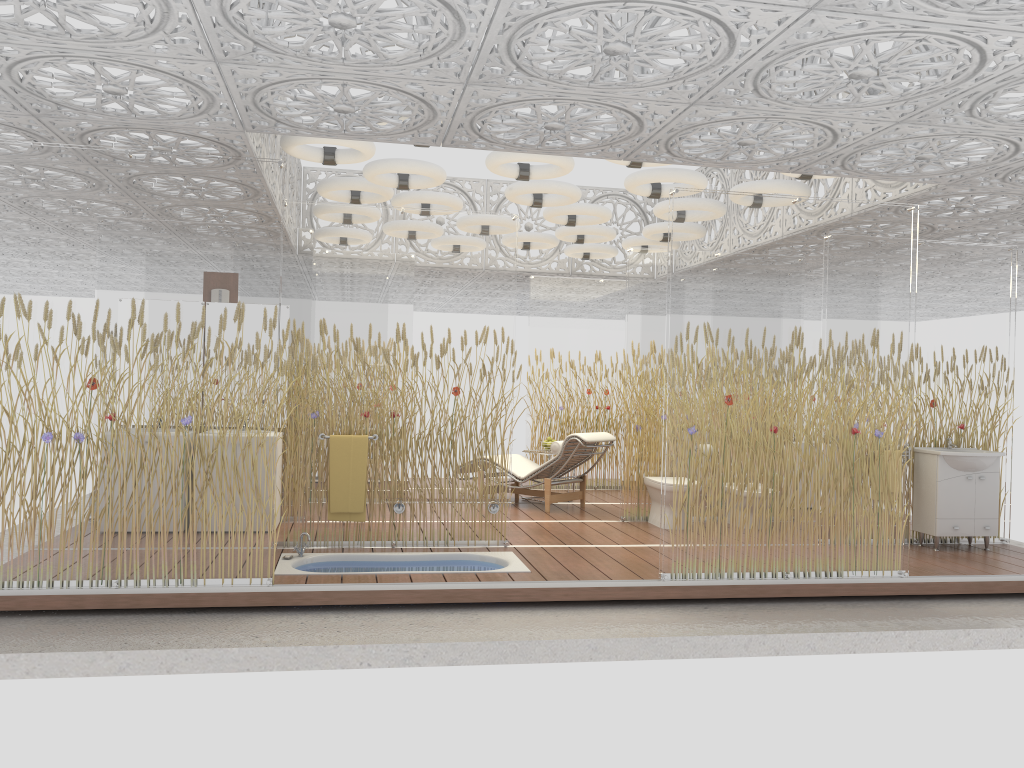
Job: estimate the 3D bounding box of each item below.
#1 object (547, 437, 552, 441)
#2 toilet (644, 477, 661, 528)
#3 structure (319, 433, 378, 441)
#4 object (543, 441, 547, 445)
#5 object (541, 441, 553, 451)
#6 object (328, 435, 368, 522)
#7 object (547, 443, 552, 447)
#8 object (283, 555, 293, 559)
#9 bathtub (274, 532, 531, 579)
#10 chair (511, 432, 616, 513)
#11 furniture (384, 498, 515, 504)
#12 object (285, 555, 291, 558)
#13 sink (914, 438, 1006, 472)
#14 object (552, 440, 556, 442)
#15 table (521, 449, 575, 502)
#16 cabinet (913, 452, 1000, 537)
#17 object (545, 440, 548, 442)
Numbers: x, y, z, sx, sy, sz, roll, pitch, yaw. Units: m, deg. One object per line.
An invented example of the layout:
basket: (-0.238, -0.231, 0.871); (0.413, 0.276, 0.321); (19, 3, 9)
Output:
object: (0.414, 0.607, 9.763); (0.055, 0.056, 0.055); (2, 0, -10)
toilet: (1.502, 1.107, 8.172); (0.401, 0.437, 0.611); (2, 0, -10)
structure: (-1.228, 0.400, 6.675); (0.442, 0.047, 0.078); (2, 0, -10)
object: (0.365, 0.648, 9.709); (0.047, 0.048, 0.047); (2, 0, 42)
object: (0.407, 0.686, 9.756); (0.206, 0.105, 0.206); (2, 0, 35)
object: (-1.230, 0.708, 6.649); (0.283, 0.656, 0.042); (2, 0, -10)
object: (0.408, 0.666, 9.705); (0.058, 0.058, 0.058); (2, 0, -44)
object: (-1.577, 1.222, 6.242); (0.065, 0.011, 0.108); (2, 0, -1)
bathtub: (-0.772, 1.366, 6.230); (1.700, 0.582, 0.700); (2, 0, -10)
chair: (0.213, 0.880, 9.432); (1.787, 0.811, 0.635); (2, 0, 40)
furniture: (-0.474, 0.884, 6.697); (0.977, 0.014, 0.178); (2, 0, -10)
object: (-1.576, 1.215, 6.243); (0.035, 0.016, 0.066); (2, 0, -1)
sink: (3.766, 0.593, 7.409); (0.603, 0.263, 0.454); (2, 0, -10)
object: (0.463, 0.632, 9.728); (0.047, 0.045, 0.047); (2, 0, -10)
table: (0.401, 1.010, 9.824); (0.420, 0.535, 0.420); (2, 0, -40)
cabinet: (3.742, 0.919, 7.474); (0.580, 0.678, 0.316); (2, 0, -10)
object: (0.375, 0.636, 9.750); (0.044, 0.043, 0.040); (2, 0, 4)
